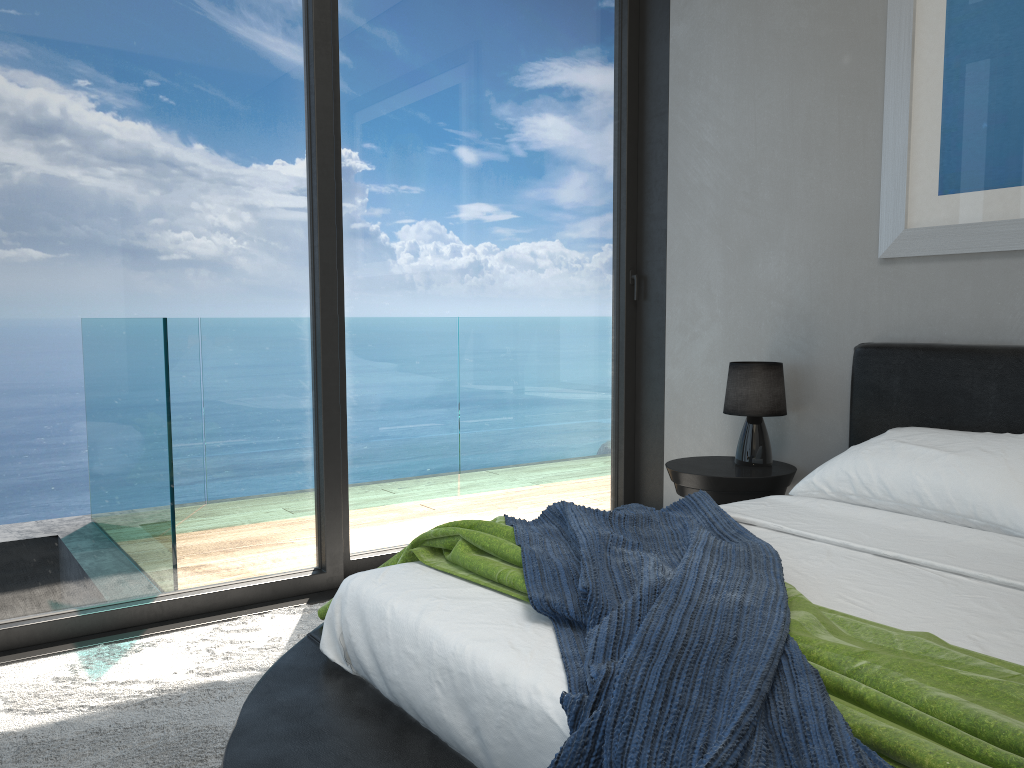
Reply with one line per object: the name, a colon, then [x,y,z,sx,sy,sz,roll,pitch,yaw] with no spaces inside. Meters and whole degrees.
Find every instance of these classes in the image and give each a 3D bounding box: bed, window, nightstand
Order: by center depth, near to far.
bed: [0.774,0.424,1.756,2.615,0.936,2.751,-3,5,-35]
window: [1.669,-0.793,2.841,9.716,3.190,3.591,-3,6,-34]
nightstand: [0.848,0.538,3.470,0.496,0.441,0.496,-2,5,-23]

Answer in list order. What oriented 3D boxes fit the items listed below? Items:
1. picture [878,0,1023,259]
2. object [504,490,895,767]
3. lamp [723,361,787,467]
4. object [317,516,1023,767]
picture: [1.813,-1.088,2.332,0.025,1.403,1.798,-4,6,-34]
object: [0.209,0.572,1.581,0.685,0.569,2.149,0,4,7]
lamp: [0.947,0.116,3.460,0.241,0.401,0.219,2,6,24]
object: [0.381,0.519,1.499,0.645,0.343,2.299,-3,5,-35]
